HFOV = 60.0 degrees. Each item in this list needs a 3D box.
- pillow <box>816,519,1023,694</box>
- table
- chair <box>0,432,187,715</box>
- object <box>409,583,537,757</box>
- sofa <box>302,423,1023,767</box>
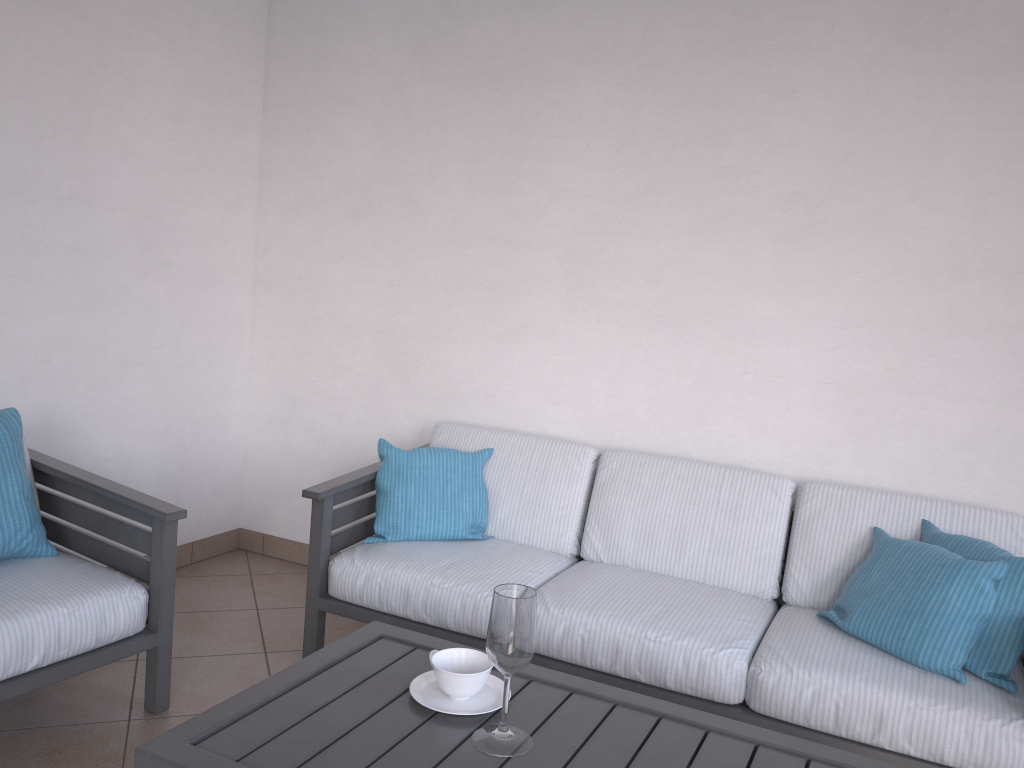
[{"bbox_3d":[1.140,0.581,2.405,0.377,0.370,0.543,2,7,-25],"label":"pillow"},{"bbox_3d":[0.068,0.897,1.565,1.260,0.473,0.710,8,7,25],"label":"table"},{"bbox_3d":[-1.475,0.532,2.368,0.807,0.765,0.797,8,7,30],"label":"chair"},{"bbox_3d":[-0.076,0.494,1.696,0.203,0.284,0.337,3,6,-15],"label":"object"},{"bbox_3d":[0.457,0.654,2.770,2.161,0.765,0.807,8,7,25],"label":"sofa"}]
